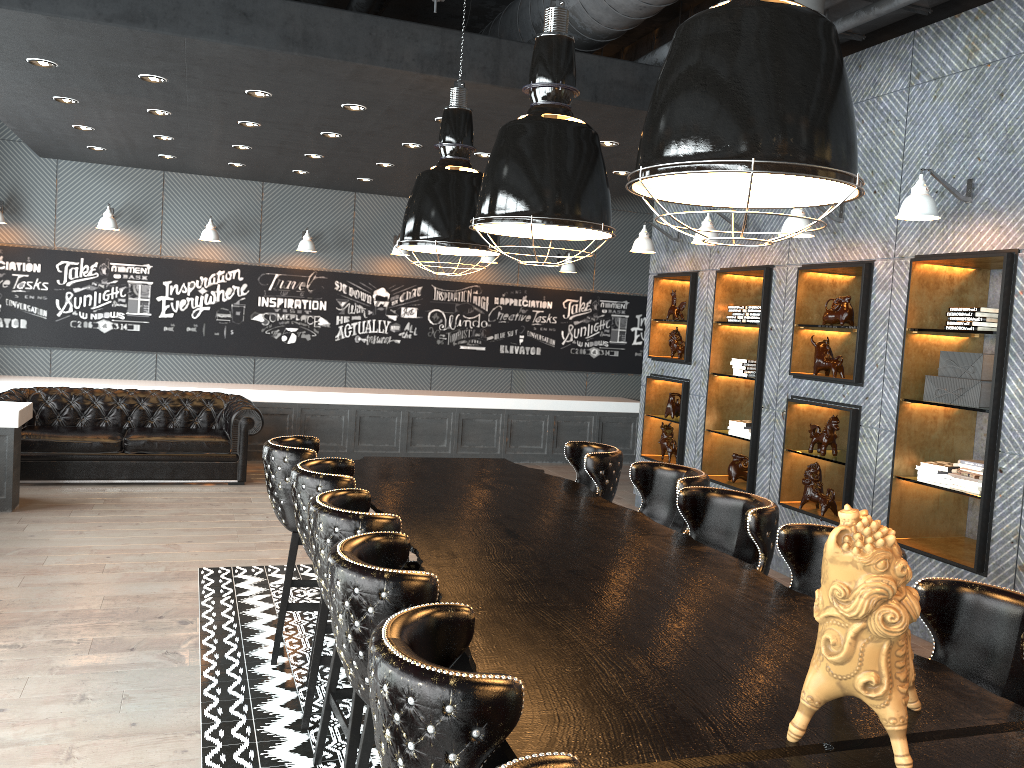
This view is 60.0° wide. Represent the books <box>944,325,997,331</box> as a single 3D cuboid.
[{"bbox_3d":[2.776,-0.331,5.345,0.193,0.028,0.246,2,4,-20],"label":"books"}]

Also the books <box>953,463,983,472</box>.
[{"bbox_3d":[2.746,0.492,5.212,0.197,0.020,0.206,2,4,-18],"label":"books"}]

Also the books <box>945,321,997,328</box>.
[{"bbox_3d":[2.772,-0.359,5.331,0.193,0.028,0.246,3,4,-9],"label":"books"}]

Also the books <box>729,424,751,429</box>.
[{"bbox_3d":[1.980,0.357,7.465,0.243,0.024,0.175,2,4,-29],"label":"books"}]

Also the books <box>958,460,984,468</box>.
[{"bbox_3d":[2.767,0.471,5.223,0.185,0.024,0.212,2,4,-25],"label":"books"}]

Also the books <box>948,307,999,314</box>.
[{"bbox_3d":[2.790,-0.442,5.320,0.193,0.028,0.246,2,4,-17],"label":"books"}]

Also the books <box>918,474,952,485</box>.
[{"bbox_3d":[2.677,0.590,5.504,0.179,0.034,0.243,0,5,-41],"label":"books"}]

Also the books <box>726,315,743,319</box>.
[{"bbox_3d":[1.964,-0.564,7.557,0.193,0.028,0.246,3,4,-8],"label":"books"}]

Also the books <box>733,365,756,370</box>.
[{"bbox_3d":[1.995,-0.133,7.395,0.245,0.028,0.194,2,4,-20],"label":"books"}]

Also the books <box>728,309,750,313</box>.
[{"bbox_3d":[1.983,-0.618,7.538,0.193,0.028,0.246,3,4,-15],"label":"books"}]

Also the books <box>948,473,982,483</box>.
[{"bbox_3d":[2.730,0.556,5.219,0.205,0.019,0.264,2,4,-21],"label":"books"}]

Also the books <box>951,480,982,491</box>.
[{"bbox_3d":[2.733,0.598,5.224,0.158,0.021,0.224,3,4,-11],"label":"books"}]

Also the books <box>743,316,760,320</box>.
[{"bbox_3d":[2.057,-0.539,7.280,0.193,0.028,0.246,1,5,-33],"label":"books"}]

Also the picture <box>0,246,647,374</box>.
[{"bbox_3d":[-0.366,-0.784,11.895,12.463,1.102,0.200,2,4,-20],"label":"picture"}]

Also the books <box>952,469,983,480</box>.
[{"bbox_3d":[2.740,0.534,5.227,0.197,0.023,0.248,3,4,-3],"label":"books"}]

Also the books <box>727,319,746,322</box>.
[{"bbox_3d":[1.978,-0.534,7.543,0.193,0.028,0.246,3,4,-16],"label":"books"}]

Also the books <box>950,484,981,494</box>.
[{"bbox_3d":[2.727,0.618,5.216,0.167,0.023,0.228,2,4,-20],"label":"books"}]

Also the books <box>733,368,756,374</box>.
[{"bbox_3d":[1.986,-0.102,7.352,0.245,0.028,0.194,3,4,-11],"label":"books"}]

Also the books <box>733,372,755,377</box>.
[{"bbox_3d":[2.001,-0.077,7.402,0.245,0.028,0.194,2,4,-24],"label":"books"}]

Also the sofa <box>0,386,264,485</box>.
[{"bbox_3d":[-3.877,0.500,8.953,2.565,0.838,1.240,2,4,-20],"label":"sofa"}]

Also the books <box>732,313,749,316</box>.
[{"bbox_3d":[2.019,-0.589,7.553,0.193,0.028,0.246,3,4,-13],"label":"books"}]

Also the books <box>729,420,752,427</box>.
[{"bbox_3d":[1.967,0.331,7.451,0.225,0.029,0.179,1,5,-37],"label":"books"}]

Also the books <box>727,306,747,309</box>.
[{"bbox_3d":[1.986,-0.646,7.536,0.193,0.028,0.246,2,4,-23],"label":"books"}]

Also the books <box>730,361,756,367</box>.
[{"bbox_3d":[1.980,-0.163,7.409,0.245,0.028,0.194,2,4,-17],"label":"books"}]

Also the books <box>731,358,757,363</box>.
[{"bbox_3d":[1.992,-0.191,7.411,0.245,0.028,0.194,2,4,-27],"label":"books"}]

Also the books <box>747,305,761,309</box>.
[{"bbox_3d":[2.085,-0.621,7.267,0.245,0.028,0.193,7,5,42],"label":"books"}]

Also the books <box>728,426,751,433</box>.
[{"bbox_3d":[1.958,0.380,7.458,0.166,0.024,0.227,1,5,-34],"label":"books"}]

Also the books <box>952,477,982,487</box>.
[{"bbox_3d":[2.734,0.576,5.224,0.202,0.022,0.228,2,4,-17],"label":"books"}]

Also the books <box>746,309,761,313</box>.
[{"bbox_3d":[2.082,-0.593,7.269,0.193,0.028,0.246,0,5,-40],"label":"books"}]

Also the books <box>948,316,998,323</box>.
[{"bbox_3d":[2.787,-0.385,5.320,0.193,0.028,0.246,2,4,-29],"label":"books"}]

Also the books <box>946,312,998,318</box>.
[{"bbox_3d":[2.793,-0.417,5.366,0.193,0.028,0.246,3,4,-14],"label":"books"}]

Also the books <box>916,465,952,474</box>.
[{"bbox_3d":[2.682,0.535,5.540,0.243,0.024,0.175,2,4,-21],"label":"books"}]

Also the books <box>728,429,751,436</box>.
[{"bbox_3d":[1.970,0.410,7.448,0.243,0.034,0.179,7,5,39],"label":"books"}]

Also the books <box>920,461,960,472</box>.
[{"bbox_3d":[2.677,0.511,5.498,0.225,0.029,0.179,1,5,-35],"label":"books"}]

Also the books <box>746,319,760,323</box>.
[{"bbox_3d":[2.077,-0.509,7.274,0.193,0.028,0.246,0,5,-41],"label":"books"}]

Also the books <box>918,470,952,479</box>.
[{"bbox_3d":[2.665,0.559,5.514,0.227,0.024,0.166,7,5,38],"label":"books"}]

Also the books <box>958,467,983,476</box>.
[{"bbox_3d":[2.770,0.515,5.218,0.244,0.023,0.247,1,5,-35],"label":"books"}]

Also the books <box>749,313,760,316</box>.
[{"bbox_3d":[2.109,-0.565,7.299,0.193,0.028,0.246,1,5,-38],"label":"books"}]
